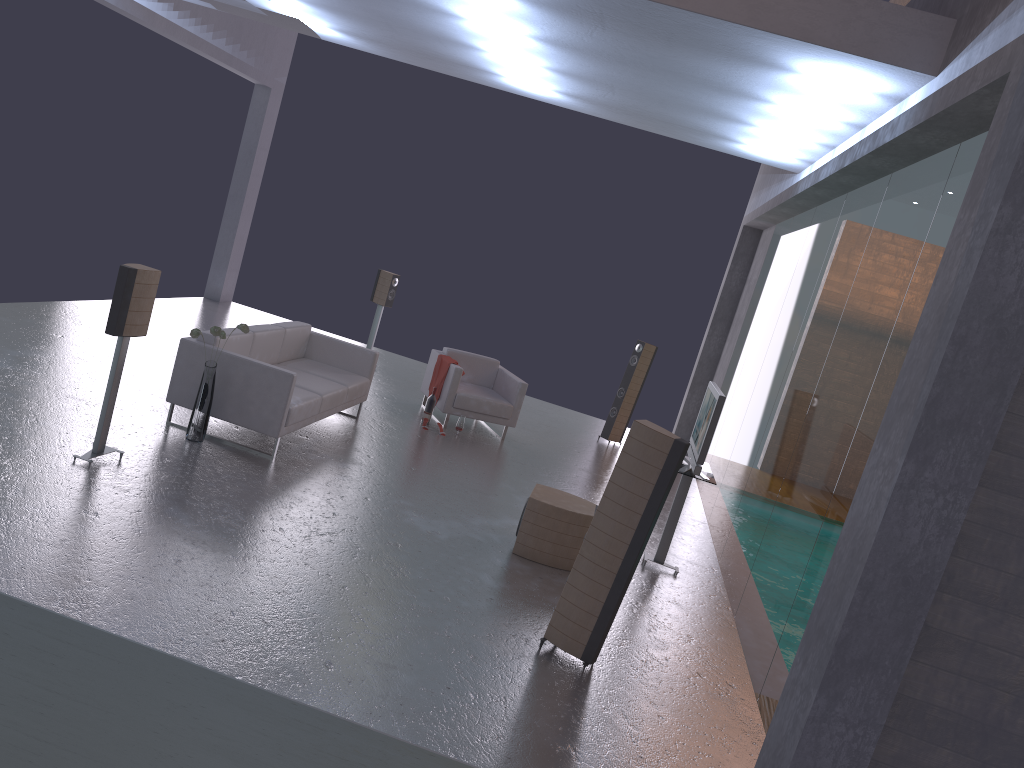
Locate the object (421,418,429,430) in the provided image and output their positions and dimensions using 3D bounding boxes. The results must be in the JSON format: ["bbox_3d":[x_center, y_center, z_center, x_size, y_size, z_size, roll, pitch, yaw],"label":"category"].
[{"bbox_3d":[-0.966,0.445,9.889,0.079,0.087,0.235,14,9,-16],"label":"object"}]

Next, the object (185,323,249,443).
[{"bbox_3d":[-2.408,-0.025,6.872,0.400,1.051,0.387,8,12,-45],"label":"object"}]

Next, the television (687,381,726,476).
[{"bbox_3d":[1.576,0.340,7.245,0.054,0.644,1.000,18,9,6],"label":"television"}]

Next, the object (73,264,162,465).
[{"bbox_3d":[-2.688,-0.137,5.999,0.243,1.363,0.333,19,9,12],"label":"object"}]

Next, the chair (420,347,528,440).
[{"bbox_3d":[-0.480,0.088,10.690,0.936,0.808,1.026,13,9,-24],"label":"chair"}]

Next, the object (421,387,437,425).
[{"bbox_3d":[-0.928,0.243,10.078,0.109,0.435,0.109,22,10,33],"label":"object"}]

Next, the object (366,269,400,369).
[{"bbox_3d":[-1.898,-0.908,12.419,0.333,1.363,0.243,23,11,36],"label":"object"}]

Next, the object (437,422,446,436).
[{"bbox_3d":[-0.782,0.505,9.861,0.079,0.087,0.235,12,10,-27],"label":"object"}]

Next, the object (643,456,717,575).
[{"bbox_3d":[1.356,1.079,7.357,0.360,0.958,0.818,18,9,6],"label":"object"}]

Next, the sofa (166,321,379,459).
[{"bbox_3d":[-2.121,-0.043,8.320,1.026,0.824,2.353,18,9,6],"label":"sofa"}]

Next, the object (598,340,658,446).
[{"bbox_3d":[1.623,0.128,12.188,0.444,1.473,0.244,10,11,-38],"label":"object"}]

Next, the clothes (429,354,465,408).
[{"bbox_3d":[-0.784,-0.007,10.472,0.254,0.604,0.574,13,9,-24],"label":"clothes"}]

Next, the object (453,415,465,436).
[{"bbox_3d":[-0.586,0.463,10.015,0.091,0.233,0.091,22,10,33],"label":"object"}]

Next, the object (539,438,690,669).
[{"bbox_3d":[0.596,0.932,5.115,0.444,1.469,0.244,22,10,31],"label":"object"}]

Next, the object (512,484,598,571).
[{"bbox_3d":[0.363,1.120,6.875,0.604,0.459,0.514,18,9,6],"label":"object"}]
